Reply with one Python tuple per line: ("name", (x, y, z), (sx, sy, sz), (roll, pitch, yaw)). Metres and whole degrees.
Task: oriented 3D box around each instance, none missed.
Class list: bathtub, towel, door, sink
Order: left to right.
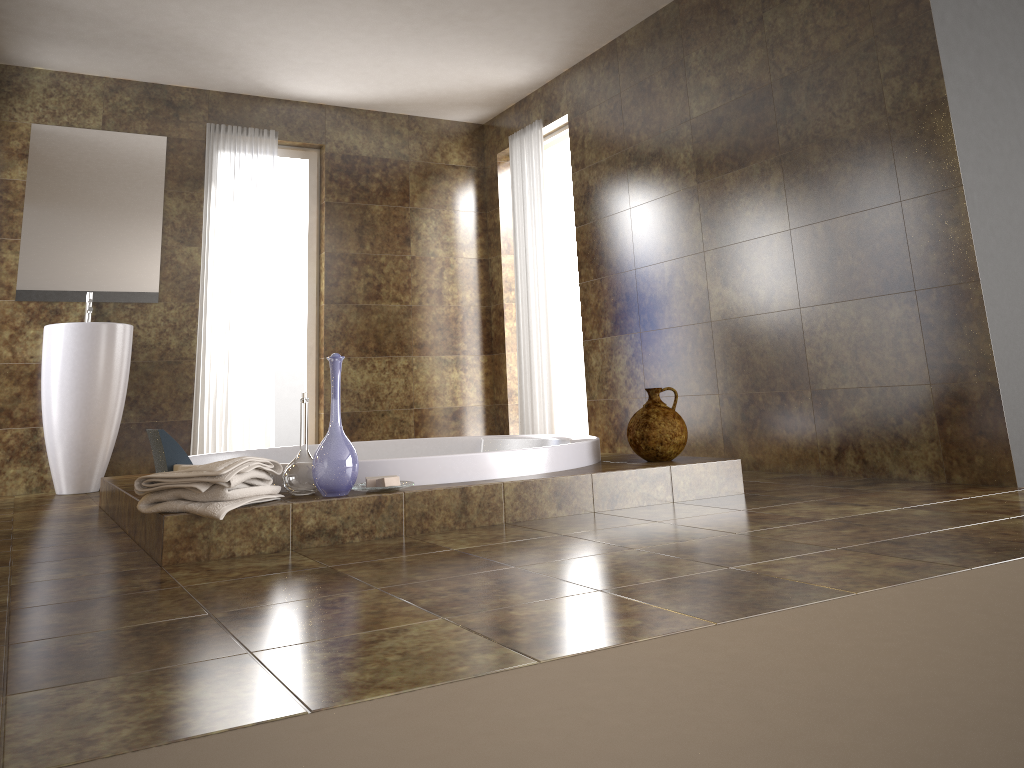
("sink", (-2.391, 0.020, 4.842), (0.456, 1.178, 0.420), (3, -13, -26))
("towel", (-0.848, 0.287, 2.430), (0.337, 0.156, 0.312), (-4, -4, 15))
("bathtub", (-0.509, 0.406, 3.550), (1.749, 0.542, 1.697), (-3, -2, 2))
("door", (0.582, -0.634, 6.313), (0.960, 2.310, 0.038), (-4, -13, 4))

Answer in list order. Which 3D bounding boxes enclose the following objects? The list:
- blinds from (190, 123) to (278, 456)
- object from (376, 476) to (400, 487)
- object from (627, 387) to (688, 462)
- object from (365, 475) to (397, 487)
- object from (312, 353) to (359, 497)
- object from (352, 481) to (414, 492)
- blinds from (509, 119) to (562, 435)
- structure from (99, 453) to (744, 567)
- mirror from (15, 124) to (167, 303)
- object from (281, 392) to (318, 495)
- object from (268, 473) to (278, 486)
("blinds", (-1.757, -0.595, 5.558), (0.515, 2.349, 0.065), (4, -15, -28))
("object", (-0.368, 0.292, 2.570), (0.053, 0.035, 0.071), (0, -5, -29))
("object", (0.553, 0.153, 3.308), (0.226, 0.285, 0.225), (-8, -10, 32))
("object", (-0.395, 0.298, 2.632), (0.101, 0.033, 0.059), (-2, -4, -14))
("object", (-0.529, 0.117, 2.591), (0.136, 0.435, 0.130), (2, -13, -21))
("object", (-0.392, 0.314, 2.618), (0.188, 0.019, 0.185), (-2, -2, -41))
("blinds", (0.131, -0.674, 5.872), (0.068, 2.361, 0.466), (5, -15, -30))
("structure", (-0.508, 0.414, 3.550), (1.999, 0.129, 1.949), (-2, -2, -29))
("mirror", (-2.548, -1.038, 5.286), (0.764, 1.132, 0.008), (2, -14, -28))
("object", (-0.642, 0.180, 2.667), (0.130, 0.319, 0.125), (2, -13, -21))
("object", (-0.812, 0.307, 2.676), (0.166, 0.078, 0.168), (-6, -5, 42))
